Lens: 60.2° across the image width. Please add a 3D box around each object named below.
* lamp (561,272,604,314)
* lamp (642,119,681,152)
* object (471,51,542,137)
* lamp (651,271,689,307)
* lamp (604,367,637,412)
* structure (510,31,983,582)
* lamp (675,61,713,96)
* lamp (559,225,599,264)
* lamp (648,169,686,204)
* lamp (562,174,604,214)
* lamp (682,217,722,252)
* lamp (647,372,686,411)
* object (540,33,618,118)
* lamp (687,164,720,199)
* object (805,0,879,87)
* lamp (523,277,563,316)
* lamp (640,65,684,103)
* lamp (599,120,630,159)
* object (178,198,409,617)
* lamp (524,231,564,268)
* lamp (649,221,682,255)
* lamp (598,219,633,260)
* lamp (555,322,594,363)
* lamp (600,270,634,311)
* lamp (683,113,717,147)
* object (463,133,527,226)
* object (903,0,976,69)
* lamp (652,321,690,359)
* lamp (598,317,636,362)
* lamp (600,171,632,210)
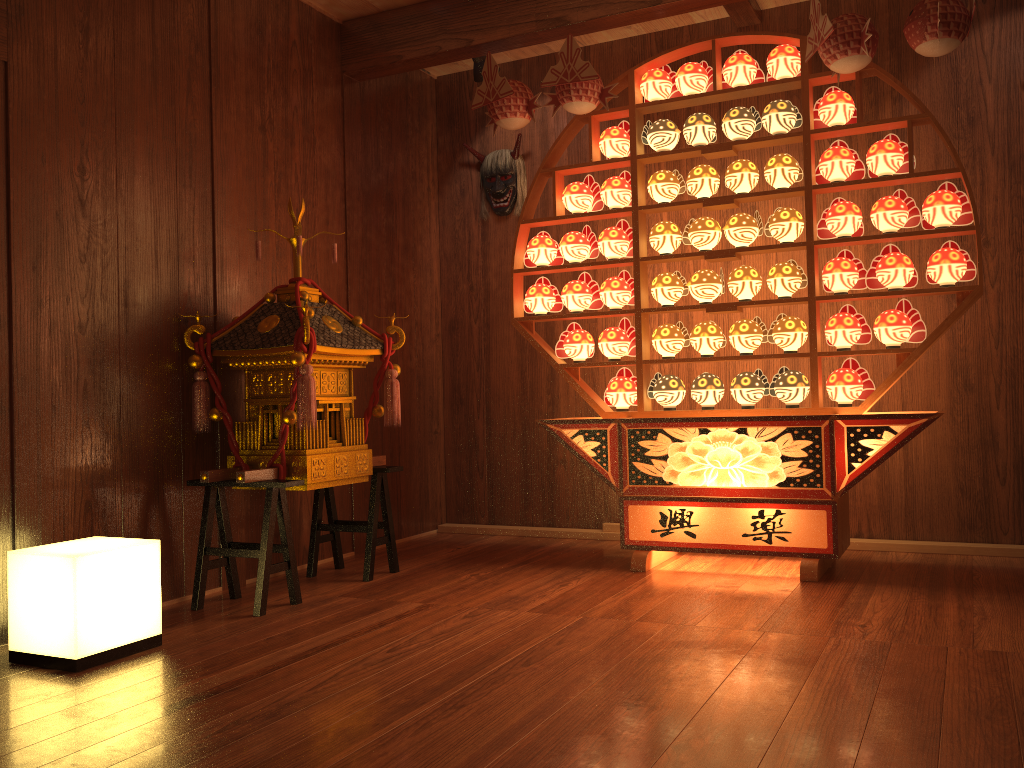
[{"bbox_3d":[0.285,-0.412,3.963,0.194,0.200,0.162,-2,-1,36],"label":"lamp"},{"bbox_3d":[0.659,-1.070,3.808,0.151,0.167,0.144,-2,-1,41],"label":"lamp"},{"bbox_3d":[-0.009,-1.256,3.828,0.246,0.311,0.353,-1,-1,-38],"label":"object"},{"bbox_3d":[0.661,-0.409,3.791,0.162,0.167,0.134,-1,-1,-44],"label":"lamp"},{"bbox_3d":[0.480,0.022,3.874,0.191,0.197,0.160,-2,-1,16],"label":"lamp"},{"bbox_3d":[0.885,-0.346,3.689,1.909,2.195,0.503,-2,-1,25],"label":"structure"},{"bbox_3d":[0.755,-1.300,3.756,0.162,0.179,0.164,-1,-1,-33],"label":"lamp"},{"bbox_3d":[0.275,-0.628,3.973,0.162,0.191,0.175,-1,-1,-34],"label":"lamp"},{"bbox_3d":[0.646,-0.850,3.802,0.162,0.167,0.135,-1,-1,-34],"label":"lamp"},{"bbox_3d":[0.288,-0.853,3.968,0.162,0.200,0.193,-1,-1,-39],"label":"lamp"},{"bbox_3d":[0.819,-0.632,3.724,0.144,0.161,0.152,-1,-1,-34],"label":"lamp"},{"bbox_3d":[0.679,0.030,3.785,0.144,0.167,0.152,-1,-1,-34],"label":"lamp"},{"bbox_3d":[0.281,-1.277,3.701,0.338,0.306,0.221,-2,-1,26],"label":"object"},{"bbox_3d":[0.806,-0.852,3.726,0.138,0.161,0.158,-2,-1,7],"label":"lamp"},{"bbox_3d":[1.229,-1.298,3.259,0.240,0.314,0.366,-2,-1,4],"label":"object"},{"bbox_3d":[0.127,-0.404,4.036,0.187,0.195,0.159,-2,-1,11],"label":"lamp"},{"bbox_3d":[0.617,-1.306,3.814,0.194,0.200,0.162,-2,-1,36],"label":"lamp"},{"bbox_3d":[0.447,-1.079,3.892,0.193,0.200,0.162,-2,-1,41],"label":"lamp"},{"bbox_3d":[-0.822,0.036,3.424,0.591,1.514,0.831,-2,-1,26],"label":"object"},{"bbox_3d":[0.136,-0.620,4.034,0.188,0.187,0.158,-2,-1,6],"label":"lamp"},{"bbox_3d":[0.658,-0.630,3.789,0.138,0.167,0.158,-2,-1,7],"label":"lamp"},{"bbox_3d":[0.441,-0.638,3.892,0.193,0.200,0.162,-2,-1,41],"label":"lamp"},{"bbox_3d":[0.302,-0.189,3.961,0.189,0.194,0.154,-1,-1,-14],"label":"lamp"},{"bbox_3d":[0.449,-0.414,3.887,0.176,0.192,0.162,-2,-1,41],"label":"lamp"},{"bbox_3d":[0.791,-1.072,3.733,0.137,0.161,0.160,-2,-1,16],"label":"lamp"},{"bbox_3d":[-0.070,-1.075,4.723,0.354,0.453,0.141,-2,-1,25],"label":"object"},{"bbox_3d":[1.505,-1.321,3.132,0.222,0.318,0.375,-2,-1,22],"label":"object"},{"bbox_3d":[0.663,-0.189,3.791,0.162,0.167,0.135,-1,-1,-34],"label":"lamp"},{"bbox_3d":[0.442,-0.197,3.888,0.162,0.200,0.193,-1,-1,-39],"label":"lamp"},{"bbox_3d":[0.453,-0.856,3.888,0.183,0.195,0.162,-2,-1,41],"label":"lamp"}]
